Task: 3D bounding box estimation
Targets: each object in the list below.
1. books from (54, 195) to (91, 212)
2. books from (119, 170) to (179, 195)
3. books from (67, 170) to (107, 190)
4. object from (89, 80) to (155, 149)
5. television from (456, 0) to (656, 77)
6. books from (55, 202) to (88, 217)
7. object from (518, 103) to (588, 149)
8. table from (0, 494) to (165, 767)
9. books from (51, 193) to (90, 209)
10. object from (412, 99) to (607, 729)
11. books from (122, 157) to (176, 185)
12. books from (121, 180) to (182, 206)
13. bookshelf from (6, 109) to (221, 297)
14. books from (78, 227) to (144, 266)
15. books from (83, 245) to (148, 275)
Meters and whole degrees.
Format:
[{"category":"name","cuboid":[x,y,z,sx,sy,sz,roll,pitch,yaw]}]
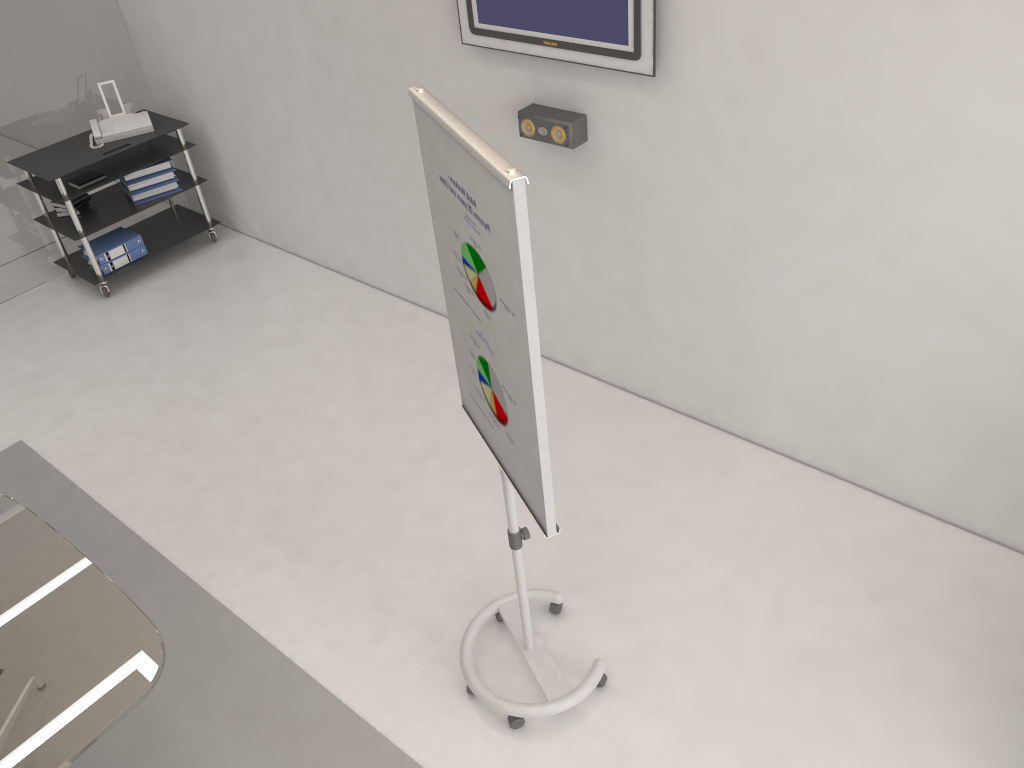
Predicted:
[{"category":"books","cuboid":[-2.884,-1.185,5.823,0.164,0.032,0.183,1,38,10]},{"category":"books","cuboid":[-2.426,-1.384,5.911,0.320,0.077,0.262,-27,42,-24]},{"category":"books","cuboid":[-2.659,-1.275,5.546,0.164,0.032,0.183,23,46,33]},{"category":"object","cuboid":[-2.566,-1.749,5.706,0.405,0.280,0.399,-20,39,-16]},{"category":"television","cuboid":[0.148,-1.595,3.525,1.013,0.590,0.049,24,47,34]},{"category":"books","cuboid":[-2.905,-1.164,5.853,0.164,0.032,0.183,-8,38,-2]},{"category":"object","cuboid":[0.172,-1.124,3.873,0.298,0.117,0.123,24,47,34]},{"category":"table","cuboid":[-2.386,1.641,2.335,1.372,0.721,3.054,24,47,33]},{"category":"books","cuboid":[-2.888,-1.205,5.797,0.164,0.032,0.183,15,42,25]},{"category":"object","cuboid":[-0.009,0.227,2.686,0.553,2.088,0.560,12,41,23]},{"category":"books","cuboid":[-2.432,-1.441,5.865,0.320,0.077,0.262,-27,42,-24]},{"category":"books","cuboid":[-2.420,-1.327,5.957,0.320,0.077,0.262,-27,42,-24]},{"category":"bookshelf","cuboid":[-2.604,-1.213,5.947,0.567,0.855,0.985,24,47,34]},{"category":"books","cuboid":[-2.656,-0.917,5.875,0.263,0.077,0.320,24,47,34]},{"category":"books","cuboid":[-2.648,-0.859,5.918,0.263,0.077,0.320,24,47,34]}]
